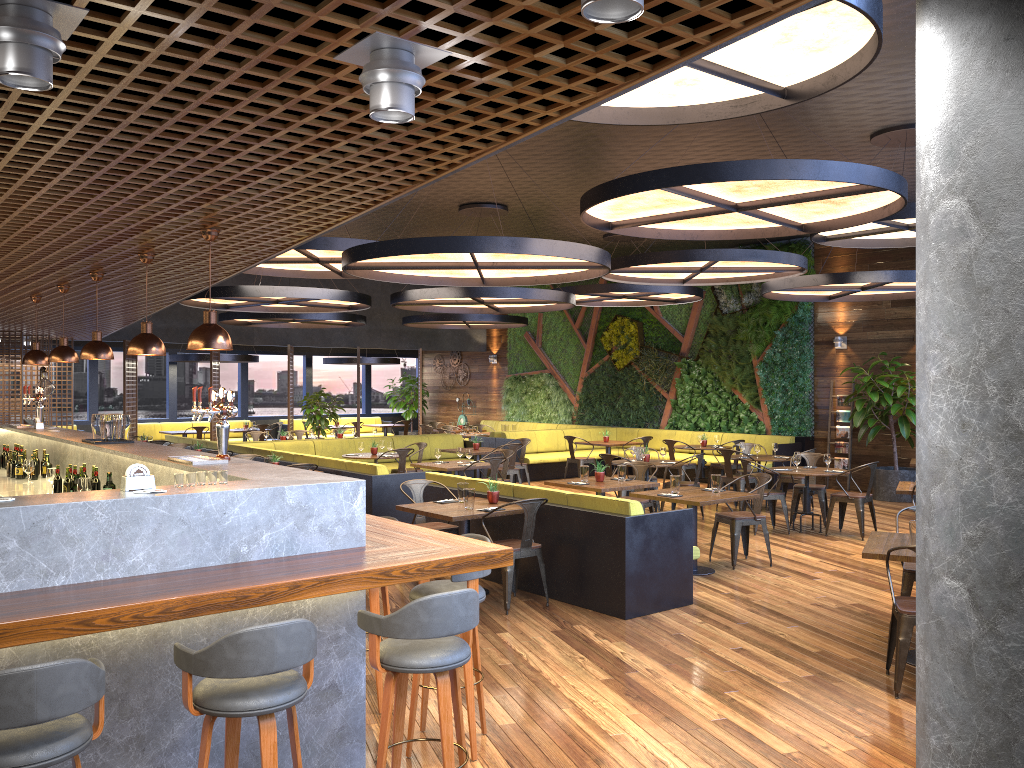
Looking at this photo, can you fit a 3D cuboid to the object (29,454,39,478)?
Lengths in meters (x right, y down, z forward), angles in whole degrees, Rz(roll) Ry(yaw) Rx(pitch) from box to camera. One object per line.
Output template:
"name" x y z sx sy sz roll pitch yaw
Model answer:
"object" -4.545 0.782 8.419 0.088 0.224 0.088 0 0 -9

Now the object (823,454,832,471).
"object" 3.925 0.974 11.033 0.097 0.206 0.097 0 0 38

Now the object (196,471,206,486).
"object" -1.337 0.406 3.815 0.042 0.059 0.042 0 0 -41

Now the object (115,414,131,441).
"object" -2.893 0.332 6.597 0.105 0.209 0.105 0 0 -3

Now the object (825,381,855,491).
"object" 5.708 0.889 15.431 0.210 1.896 0.441 0 0 -38

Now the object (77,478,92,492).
"object" -3.125 0.791 6.478 0.097 0.206 0.097 0 0 -7

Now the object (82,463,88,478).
"object" -3.445 0.767 7.142 0.063 0.254 0.063 0 0 -36

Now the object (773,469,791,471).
"object" 3.375 1.068 11.030 0.255 0.019 0.157 0 0 -7

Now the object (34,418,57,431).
"object" -4.392 0.383 8.480 0.200 0.106 0.766 0 0 -38

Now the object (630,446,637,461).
"object" 1.703 0.974 12.428 0.097 0.206 0.097 0 0 -32

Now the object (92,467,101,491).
"object" -3.201 0.767 6.826 0.063 0.254 0.063 0 0 -31

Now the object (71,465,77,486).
"object" -3.429 0.766 6.958 0.063 0.254 0.063 0 0 44

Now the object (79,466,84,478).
"object" -3.338 0.767 6.871 0.063 0.254 0.063 0 0 -11

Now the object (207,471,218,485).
"object" -1.296 0.406 3.836 0.042 0.059 0.042 0 0 -41

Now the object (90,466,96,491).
"object" -3.267 0.767 6.929 0.063 0.254 0.063 0 0 -11

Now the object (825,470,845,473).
"object" 3.933 1.068 10.859 0.255 0.019 0.157 0 0 38

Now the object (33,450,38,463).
"object" -4.616 0.767 8.567 0.063 0.254 0.063 0 0 -36

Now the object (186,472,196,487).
"object" -1.366 0.406 3.773 0.042 0.059 0.042 0 0 -41

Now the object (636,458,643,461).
"object" 1.843 1.068 12.532 0.157 0.019 0.255 0 0 4

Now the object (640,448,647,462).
"object" 1.778 0.974 11.996 0.097 0.206 0.097 0 0 23

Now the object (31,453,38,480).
"object" -4.454 0.767 8.273 0.063 0.254 0.063 0 0 39

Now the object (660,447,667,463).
"object" 2.078 0.974 12.198 0.097 0.206 0.097 0 0 3

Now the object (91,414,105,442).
"object" -3.130 0.332 6.716 0.105 0.209 0.105 0 0 -3

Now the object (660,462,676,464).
"object" 2.112 1.068 12.027 0.255 0.019 0.157 0 0 30

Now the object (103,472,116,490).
"object" -3.049 0.781 6.717 0.088 0.224 0.088 0 0 16

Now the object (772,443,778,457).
"object" 3.885 0.974 13.103 0.097 0.206 0.097 0 0 3

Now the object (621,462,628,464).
"object" 1.606 1.068 12.023 0.255 0.019 0.157 0 0 -40

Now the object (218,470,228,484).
"object" -1.258 0.406 3.865 0.042 0.059 0.042 0 0 -41

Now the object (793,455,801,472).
"object" 3.504 0.974 10.913 0.097 0.206 0.097 0 0 -34

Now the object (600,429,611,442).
"object" 1.727 0.939 16.349 0.260 0.271 0.238 0 0 0

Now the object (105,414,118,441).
"object" -3.006 0.332 6.661 0.105 0.209 0.105 0 0 -3

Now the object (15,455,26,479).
"object" -4.622 0.782 8.337 0.088 0.224 0.088 0 0 6

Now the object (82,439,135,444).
"object" -3.030 0.427 6.647 0.273 0.019 0.437 0 0 -38

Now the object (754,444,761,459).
"object" 3.557 0.974 12.860 0.097 0.206 0.097 0 0 41

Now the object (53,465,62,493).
"object" -3.595 0.767 7.019 0.063 0.254 0.063 0 0 -41

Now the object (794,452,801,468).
"object" 3.652 0.974 11.349 0.097 0.206 0.097 0 0 20

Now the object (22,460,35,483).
"object" -4.375 0.791 8.024 0.097 0.206 0.097 0 0 -7

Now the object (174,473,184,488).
"object" -1.406 0.406 3.742 0.042 0.059 0.042 0 0 -41

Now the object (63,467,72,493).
"object" -3.415 0.767 6.816 0.063 0.254 0.063 0 0 -36

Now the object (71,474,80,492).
"object" -3.227 0.781 6.581 0.088 0.224 0.088 0 0 -9

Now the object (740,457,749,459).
"object" 3.385 1.068 12.887 0.255 0.019 0.157 0 0 -40

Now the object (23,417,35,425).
"object" -5.059 0.390 9.353 0.177 0.091 0.091 0 0 27

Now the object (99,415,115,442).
"object" -2.985 0.332 6.539 0.105 0.209 0.105 0 0 -3

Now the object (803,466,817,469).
"object" 3.822 1.068 11.387 0.157 0.019 0.255 0 0 28

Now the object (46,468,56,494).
"object" -3.749 0.791 7.236 0.097 0.206 0.097 0 0 11

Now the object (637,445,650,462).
"object" 1.833 0.939 12.192 0.260 0.271 0.238 0 0 0

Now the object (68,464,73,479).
"object" -3.528 0.767 7.080 0.063 0.254 0.063 0 0 24

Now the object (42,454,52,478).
"object" -4.438 0.782 8.467 0.088 0.224 0.088 0 0 -44

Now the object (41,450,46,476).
"object" -4.546 0.767 8.623 0.063 0.254 0.063 0 0 24

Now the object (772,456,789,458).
"object" 3.918 1.068 12.932 0.255 0.019 0.157 0 0 30

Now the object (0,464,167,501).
"object" -1.742 0.383 3.418 0.766 0.106 0.200 0 0 -38
